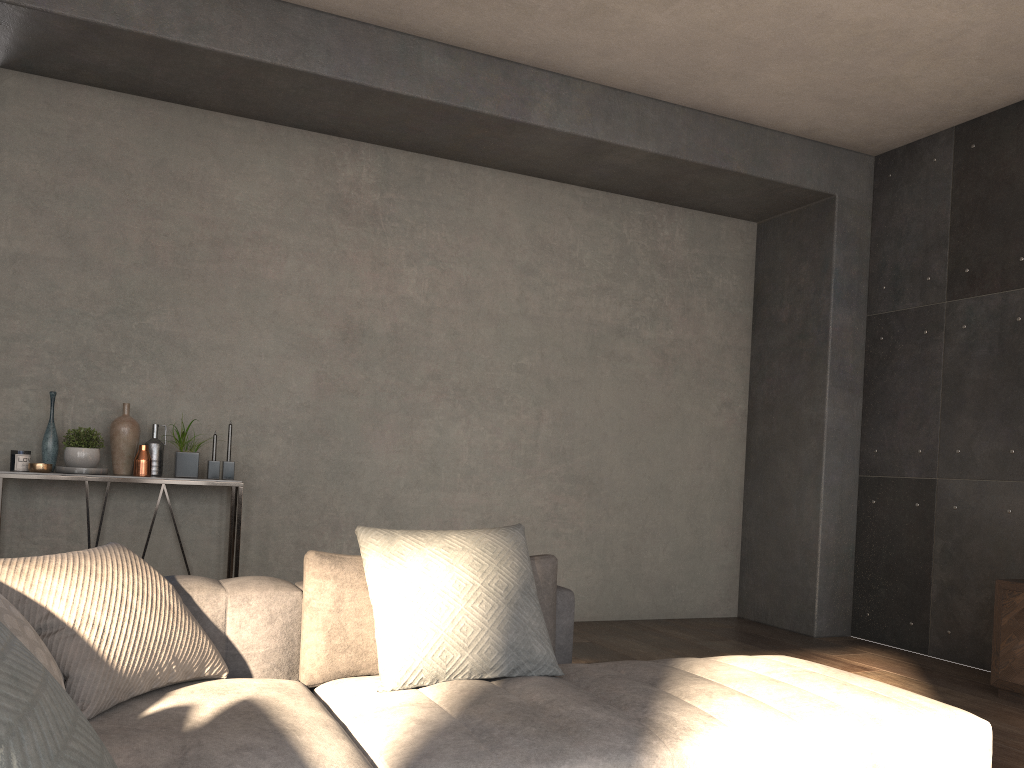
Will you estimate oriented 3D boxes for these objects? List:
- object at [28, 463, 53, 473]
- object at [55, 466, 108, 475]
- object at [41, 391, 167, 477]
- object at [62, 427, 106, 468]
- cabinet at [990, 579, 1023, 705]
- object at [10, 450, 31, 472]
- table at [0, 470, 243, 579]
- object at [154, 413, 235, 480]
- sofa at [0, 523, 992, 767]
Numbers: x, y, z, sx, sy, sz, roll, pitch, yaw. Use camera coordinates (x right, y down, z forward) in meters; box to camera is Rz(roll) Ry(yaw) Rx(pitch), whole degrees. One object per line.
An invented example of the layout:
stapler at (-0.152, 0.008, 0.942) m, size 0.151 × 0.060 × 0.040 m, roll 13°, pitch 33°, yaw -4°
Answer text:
object at (-2.204, 0.393, 4.127) m, size 0.099 × 0.041 × 0.099 m, roll 5°, pitch -5°, yaw -26°
object at (-2.072, 0.417, 4.255) m, size 0.228 × 0.031 × 0.229 m, roll 5°, pitch -6°, yaw -19°
object at (-1.982, 0.249, 4.325) m, size 0.563 × 0.390 × 0.225 m, roll 5°, pitch -2°, yaw -29°
object at (-2.064, 0.318, 4.254) m, size 0.187 × 0.227 × 0.196 m, roll 1°, pitch -3°, yaw 44°
cabinet at (2.971, 1.132, 3.146) m, size 0.542 × 0.549 × 2.412 m, roll 4°, pitch -5°, yaw -24°
object at (-2.313, 0.362, 4.155) m, size 0.084 × 0.098 × 0.084 m, roll 2°, pitch -3°, yaw 24°
table at (-1.933, 0.859, 4.347) m, size 1.103 × 0.820 × 0.299 m, roll 5°, pitch -1°, yaw -24°
object at (-1.618, 0.307, 4.477) m, size 0.401 × 0.337 × 0.316 m, roll 2°, pitch -3°, yaw 17°
sofa at (-0.016, 0.750, 1.989) m, size 2.917 × 0.782 × 2.027 m, roll 5°, pitch -5°, yaw -25°
